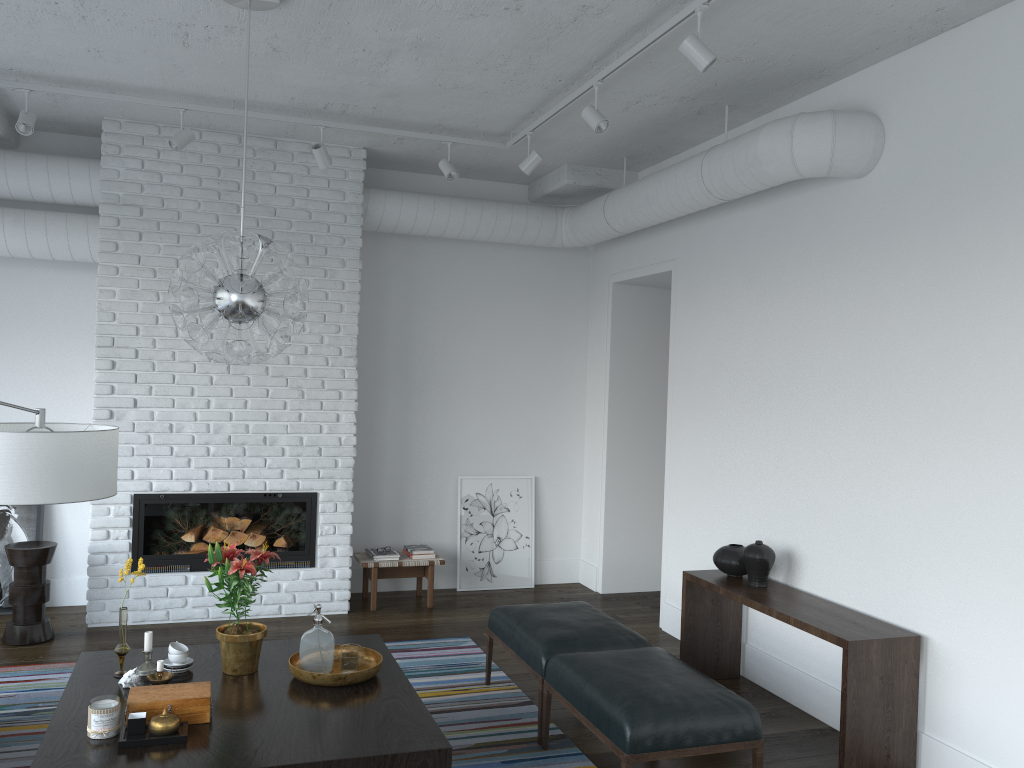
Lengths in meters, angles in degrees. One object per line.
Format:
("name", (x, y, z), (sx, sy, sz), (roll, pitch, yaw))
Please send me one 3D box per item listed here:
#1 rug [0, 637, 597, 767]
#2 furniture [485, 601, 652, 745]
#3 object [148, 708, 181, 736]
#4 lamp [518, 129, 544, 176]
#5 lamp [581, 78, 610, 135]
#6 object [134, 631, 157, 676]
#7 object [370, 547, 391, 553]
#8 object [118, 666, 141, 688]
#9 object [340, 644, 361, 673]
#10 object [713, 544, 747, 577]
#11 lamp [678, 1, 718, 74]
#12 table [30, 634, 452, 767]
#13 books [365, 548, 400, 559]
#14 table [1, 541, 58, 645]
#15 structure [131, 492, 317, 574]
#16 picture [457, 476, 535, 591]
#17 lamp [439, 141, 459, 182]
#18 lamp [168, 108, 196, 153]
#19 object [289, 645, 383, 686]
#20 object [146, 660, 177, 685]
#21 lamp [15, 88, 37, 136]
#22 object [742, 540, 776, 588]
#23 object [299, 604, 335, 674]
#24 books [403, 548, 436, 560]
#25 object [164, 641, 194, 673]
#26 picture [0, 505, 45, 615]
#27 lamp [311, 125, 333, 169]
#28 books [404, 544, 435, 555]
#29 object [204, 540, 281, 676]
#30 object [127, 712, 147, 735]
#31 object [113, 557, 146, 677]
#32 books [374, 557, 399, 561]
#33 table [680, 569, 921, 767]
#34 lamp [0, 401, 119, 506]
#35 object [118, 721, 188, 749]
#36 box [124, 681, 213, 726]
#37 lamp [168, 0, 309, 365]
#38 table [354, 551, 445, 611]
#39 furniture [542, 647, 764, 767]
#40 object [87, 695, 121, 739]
("rug", (-0.955, 1.601, 3.432), (2.735, 0.012, 3.760), (2, 0, -19))
("furniture", (0.273, 1.404, 4.486), (0.584, 0.478, 0.828), (2, 0, -19))
("object", (-1.177, 1.139, 3.006), (0.103, 0.077, 0.103), (2, 0, 43))
("lamp", (0.113, -1.399, 5.331), (0.154, 0.285, 0.104), (2, 0, 21))
("lamp", (0.416, -1.384, 4.421), (0.154, 0.285, 0.094), (2, 0, 44))
("object", (-1.493, 1.096, 3.638), (0.098, 0.174, 0.098), (2, 0, -25))
("object", (-0.957, 1.198, 6.440), (0.093, 0.038, 0.134), (2, 0, 38))
("object", (-1.502, 1.150, 3.486), (0.069, 0.078, 0.124), (2, 0, -37))
("object", (-0.678, 1.161, 3.717), (0.085, 0.089, 0.195), (2, 0, -10))
("object", (1.231, 0.972, 4.885), (0.245, 0.168, 0.245), (2, 0, -27))
("lamp", (0.734, -1.369, 3.489), (0.154, 0.285, 0.100), (2, 0, 4))
("table", (-1.047, 1.396, 3.436), (1.306, 0.394, 1.362), (2, 0, -19))
("books", (-0.939, 1.226, 6.438), (0.202, 0.019, 0.280), (2, 0, -21))
("table", (-2.888, 1.243, 5.311), (0.282, 0.558, 0.281), (2, 0, -40))
("structure", (-1.975, 1.003, 6.145), (1.168, 0.578, 0.675), (2, 0, -19))
("picture", (-0.124, 1.176, 7.024), (0.637, 0.884, 0.093), (2, 0, -19))
("lamp", (-0.400, -1.418, 5.598), (0.093, 0.285, 0.154), (2, 0, -41))
("lamp", (-1.894, -1.467, 5.087), (0.090, 0.285, 0.154), (2, 0, 39))
("object", (-0.731, 1.174, 3.681), (0.383, 0.068, 0.383), (2, 0, 24))
("object", (-1.391, 1.138, 3.509), (0.102, 0.098, 0.102), (2, 0, 20))
("lamp", (-2.645, -1.491, 4.826), (0.095, 0.285, 0.154), (2, 0, -21))
("object", (1.295, 0.942, 4.662), (0.171, 0.236, 0.171), (2, 0, -14))
("object", (-0.809, 1.059, 3.689), (0.143, 0.288, 0.143), (2, 0, 43))
("books", (-0.684, 1.249, 6.540), (0.185, 0.032, 0.267), (2, 0, -21))
("object", (-1.382, 1.129, 3.672), (0.121, 0.113, 0.124), (2, 0, 1))
("picture", (-3.472, 1.122, 5.824), (0.686, 0.775, 0.130), (2, 0, -19))
("lamp", (-1.149, -1.442, 5.344), (0.097, 0.285, 0.154), (2, 0, 21))
("books", (-0.686, 1.221, 6.547), (0.173, 0.025, 0.238), (2, 0, -21))
("object", (-1.131, 0.916, 3.659), (0.275, 0.558, 0.284), (2, 0, 33))
("object", (-1.266, 1.147, 2.996), (0.058, 0.055, 0.058), (2, 0, -19))
("object", (-1.547, 0.946, 3.596), (0.121, 0.470, 0.120), (2, 0, -3))
("books", (-0.934, 1.241, 6.428), (0.171, 0.011, 0.306), (2, 0, -20))
("table", (1.344, 1.371, 4.386), (0.375, 0.617, 1.362), (2, 0, -19))
("lamp", (-1.644, 0.717, 1.797), (0.432, 1.738, 2.162), (2, 0, 15))
("object", (-1.209, 1.184, 2.995), (0.214, 0.023, 0.130), (2, 0, -19))
("box", (-1.223, 1.147, 3.170), (0.294, 0.093, 0.169), (2, 0, -19))
("lamp", (-1.108, -0.851, 3.665), (0.552, 1.546, 0.552), (2, 0, -32))
("table", (-0.832, 1.431, 6.478), (0.605, 0.345, 0.405), (2, 0, -19))
("furniture", (0.550, 1.418, 3.680), (0.583, 0.476, 0.827), (2, 0, -19))
("object", (-1.383, 1.131, 3.013), (0.106, 0.116, 0.117), (2, 0, -39))
